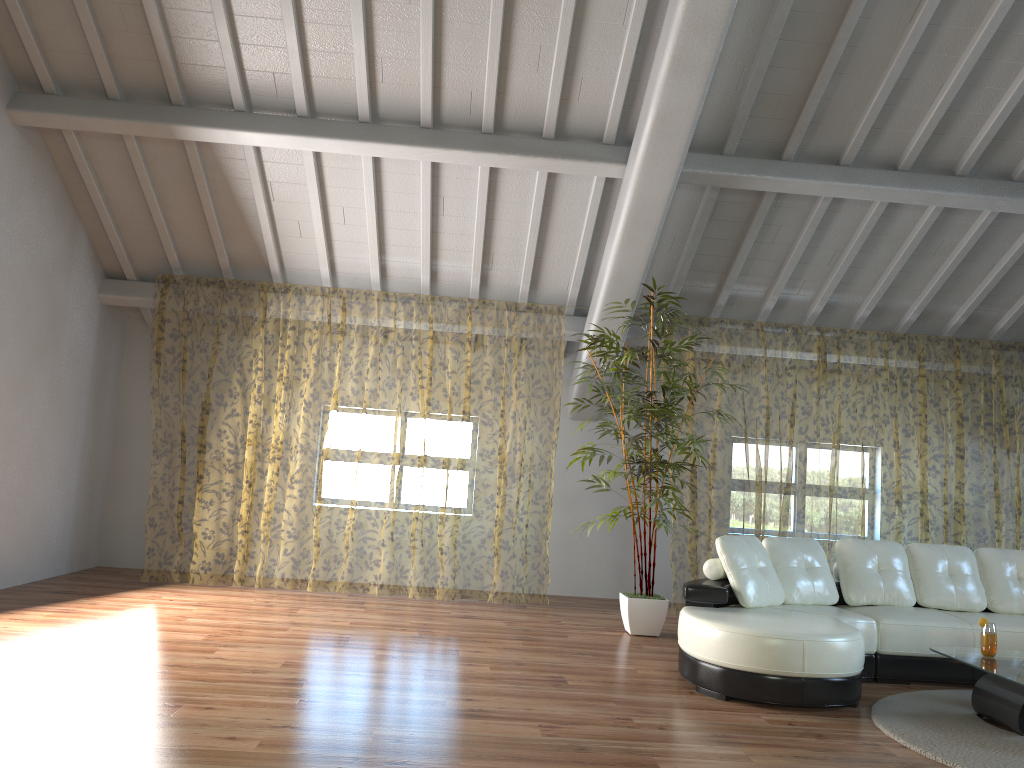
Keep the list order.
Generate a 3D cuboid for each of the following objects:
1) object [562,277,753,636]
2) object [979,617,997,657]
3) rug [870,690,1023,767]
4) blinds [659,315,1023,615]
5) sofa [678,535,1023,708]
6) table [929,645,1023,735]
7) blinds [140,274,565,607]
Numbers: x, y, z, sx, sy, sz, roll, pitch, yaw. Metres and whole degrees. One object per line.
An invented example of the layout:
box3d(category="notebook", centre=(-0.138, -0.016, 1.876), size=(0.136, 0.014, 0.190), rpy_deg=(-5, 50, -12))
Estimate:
box3d(category="object", centre=(1.000, 0.544, 6.391), size=(1.399, 2.473, 1.177), rpy_deg=(1, -7, 22))
box3d(category="object", centre=(2.396, 1.273, 4.463), size=(0.081, 0.192, 0.075), rpy_deg=(0, -8, 32))
box3d(category="rug", centre=(2.834, 1.642, 3.935), size=(2.313, 0.020, 2.307), rpy_deg=(8, -8, -32))
box3d(category="blinds", centre=(2.947, 0.787, 7.670), size=(3.505, 2.546, 0.306), rpy_deg=(4, -6, -3))
box3d(category="sofa", centre=(2.275, 1.373, 5.398), size=(3.047, 0.805, 1.359), rpy_deg=(7, -7, -24))
box3d(category="table", centre=(2.755, 1.503, 4.129), size=(1.201, 0.290, 1.201), rpy_deg=(4, -6, 0))
box3d(category="blinds", centre=(-1.342, 0.464, 7.445), size=(3.505, 2.546, 0.306), rpy_deg=(4, -6, -3))
